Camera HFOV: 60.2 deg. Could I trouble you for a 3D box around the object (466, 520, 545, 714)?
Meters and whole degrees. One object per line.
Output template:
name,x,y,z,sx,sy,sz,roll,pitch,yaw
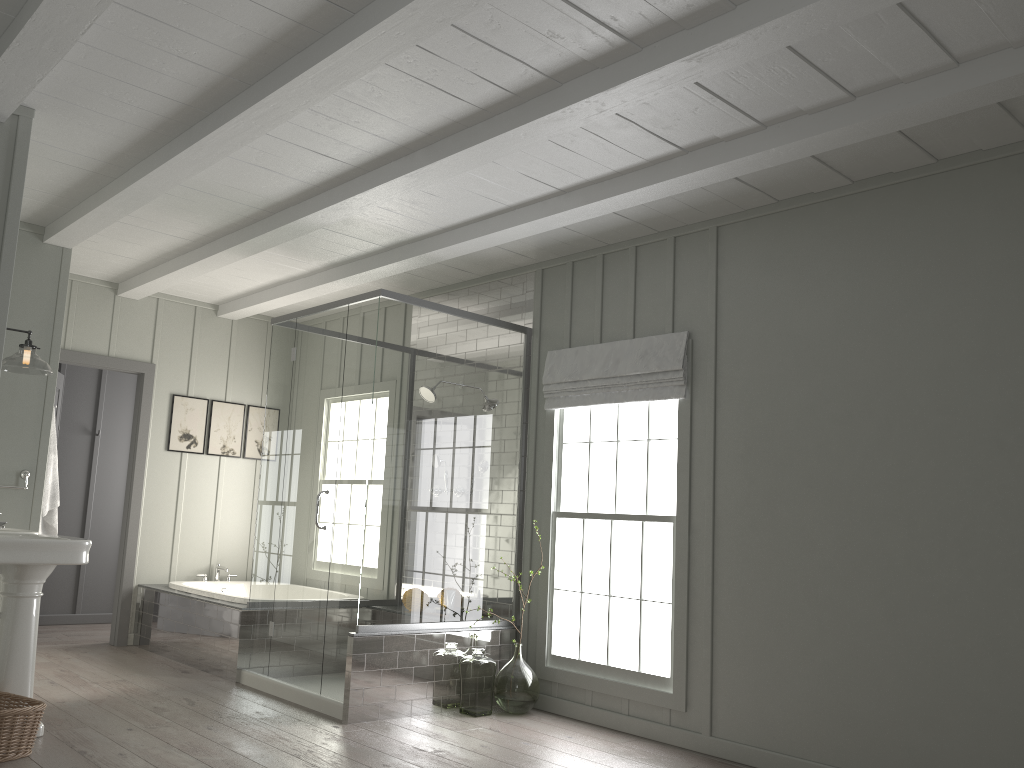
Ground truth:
object,-0.038,1.342,5.144,0.499,1.114,0.285,11,-11,-43

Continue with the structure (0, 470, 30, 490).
structure,-3.173,0.549,5.242,0.583,0.122,0.056,11,-12,-42

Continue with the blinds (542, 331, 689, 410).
blinds,0.569,-0.067,5.157,0.070,0.379,1.066,10,-11,-42

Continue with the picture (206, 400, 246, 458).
picture,-2.404,0.381,7.443,0.303,0.460,0.013,10,-11,-42

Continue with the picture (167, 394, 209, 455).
picture,-2.644,0.333,7.225,0.303,0.460,0.013,10,-11,-42

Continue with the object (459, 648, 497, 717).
object,-0.200,1.704,5.062,0.158,0.360,0.169,11,-11,-44

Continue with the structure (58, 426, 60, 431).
structure,-4.021,0.397,7.799,0.019,0.051,0.140,10,-11,-42

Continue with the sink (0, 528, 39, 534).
sink,-2.911,1.168,4.717,0.549,1.011,0.589,10,-11,-42

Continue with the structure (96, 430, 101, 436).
structure,-3.772,0.448,8.035,0.019,0.051,0.140,10,-11,-42

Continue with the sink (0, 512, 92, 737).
sink,-2.336,1.102,4.107,0.549,1.011,0.589,10,-11,-42

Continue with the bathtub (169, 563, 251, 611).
bathtub,-1.896,1.654,6.666,1.015,0.489,1.615,11,-12,-42

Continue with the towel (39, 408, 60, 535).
towel,-2.985,0.747,5.687,0.156,1.201,0.330,9,-10,-37

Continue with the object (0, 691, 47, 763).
object,-2.225,1.455,3.762,0.479,0.220,0.284,-2,-10,29

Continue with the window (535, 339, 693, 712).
window,0.588,0.768,5.084,0.087,1.945,1.092,10,-11,-42

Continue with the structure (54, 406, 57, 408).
structure,-2.994,0.148,5.727,0.077,0.056,0.058,11,-12,-42

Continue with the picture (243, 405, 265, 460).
picture,-2.165,0.429,7.661,0.303,0.460,0.013,10,-11,-42

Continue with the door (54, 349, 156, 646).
door,-1.294,0.556,4.053,4.125,2.190,8.050,11,-12,-42
